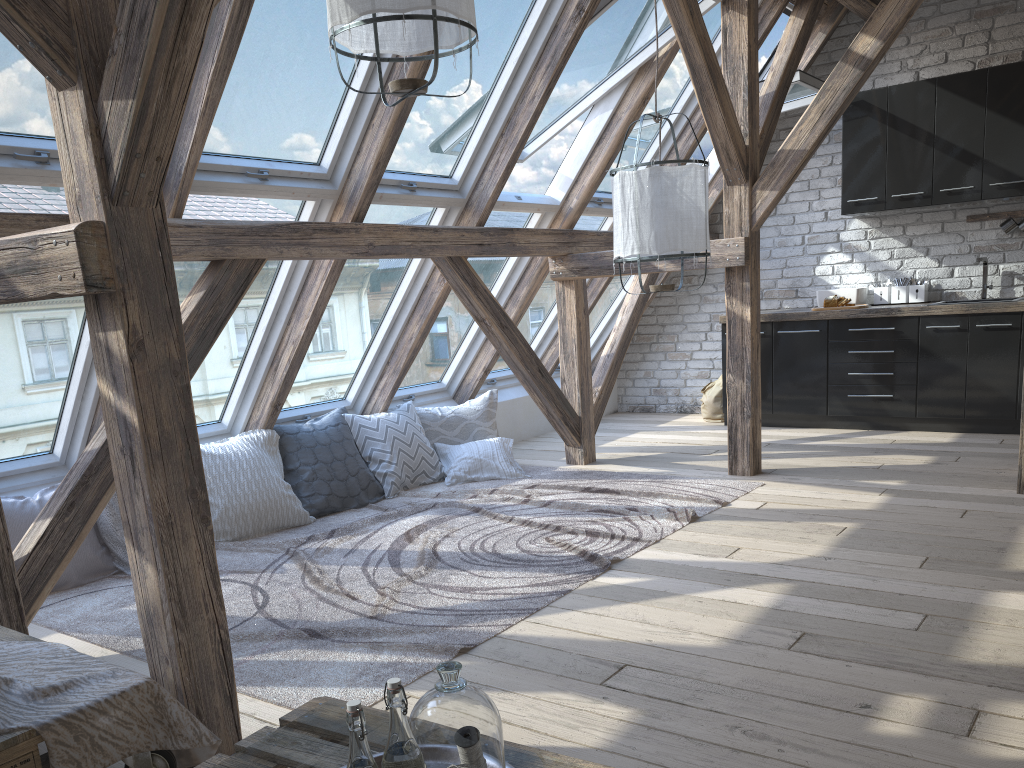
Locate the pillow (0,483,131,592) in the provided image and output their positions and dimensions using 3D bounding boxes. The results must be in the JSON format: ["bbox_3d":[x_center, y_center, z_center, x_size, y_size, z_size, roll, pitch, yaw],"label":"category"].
[{"bbox_3d":[-1.827,0.625,4.021,0.434,0.536,1.111,1,9,29],"label":"pillow"}]

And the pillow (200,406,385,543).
[{"bbox_3d":[-1.225,0.470,4.773,0.466,0.576,1.251,4,10,37],"label":"pillow"}]

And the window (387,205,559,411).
[{"bbox_3d":[-0.356,-0.482,5.560,1.092,1.307,0.839,3,13,36],"label":"window"}]

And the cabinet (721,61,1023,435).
[{"bbox_3d":[2.978,-0.859,4.980,4.201,2.567,2.054,2,11,36],"label":"cabinet"}]

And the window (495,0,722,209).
[{"bbox_3d":[0.326,-1.669,4.742,1.401,1.306,0.839,2,12,36],"label":"window"}]

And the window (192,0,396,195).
[{"bbox_3d":[-0.714,-1.446,3.279,1.092,1.307,0.839,3,13,36],"label":"window"}]

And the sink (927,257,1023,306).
[{"bbox_3d":[3.115,-0.581,5.883,0.524,0.527,0.505,3,11,36],"label":"sink"}]

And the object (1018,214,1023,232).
[{"bbox_3d":[3.414,-1.068,5.819,0.092,0.142,0.116,-12,12,-36],"label":"object"}]

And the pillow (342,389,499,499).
[{"bbox_3d":[-0.543,0.366,5.611,0.498,0.546,1.137,4,11,42],"label":"pillow"}]

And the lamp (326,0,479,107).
[{"bbox_3d":[-0.324,-1.443,2.280,0.408,1.336,0.390,-1,12,13],"label":"lamp"}]

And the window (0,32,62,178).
[{"bbox_3d":[-1.253,-1.335,2.561,1.092,1.307,0.839,3,13,36],"label":"window"}]

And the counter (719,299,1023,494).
[{"bbox_3d":[2.830,-0.024,5.228,3.800,0.872,2.203,0,8,36],"label":"counter"}]

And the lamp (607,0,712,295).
[{"bbox_3d":[0.574,-1.329,3.510,0.406,1.941,0.391,-7,12,-12],"label":"lamp"}]

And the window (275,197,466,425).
[{"bbox_3d":[-0.896,-0.371,4.842,1.092,1.307,0.839,3,13,36],"label":"window"}]

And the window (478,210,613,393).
[{"bbox_3d":[0.184,-0.594,6.277,1.092,1.307,0.839,3,13,36],"label":"window"}]

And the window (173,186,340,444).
[{"bbox_3d":[-1.435,-0.260,4.125,1.092,1.307,0.839,3,13,36],"label":"window"}]

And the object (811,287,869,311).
[{"bbox_3d":[2.402,-0.621,6.411,0.381,0.137,0.578,-1,7,25],"label":"object"}]

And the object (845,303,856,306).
[{"bbox_3d":[2.414,-0.564,6.274,0.068,0.017,0.076,-2,6,14],"label":"object"}]

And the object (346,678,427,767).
[{"bbox_3d":[-0.191,0.580,1.308,0.071,0.274,0.151,5,14,36],"label":"object"}]

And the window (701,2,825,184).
[{"bbox_3d":[1.396,-1.891,6.184,1.515,1.306,0.839,2,12,36],"label":"window"}]

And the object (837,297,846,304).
[{"bbox_3d":[2.363,-0.591,6.321,0.074,0.069,0.077,-3,9,9],"label":"object"}]

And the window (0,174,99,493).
[{"bbox_3d":[-1.975,-0.149,3.408,1.092,1.307,0.839,3,13,36],"label":"window"}]

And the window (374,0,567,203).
[{"bbox_3d":[-0.174,-1.558,3.996,1.092,1.307,0.839,3,13,36],"label":"window"}]

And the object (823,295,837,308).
[{"bbox_3d":[2.276,-0.592,6.293,0.090,0.089,0.084,-2,10,14],"label":"object"}]

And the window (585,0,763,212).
[{"bbox_3d":[0.906,-1.780,5.431,1.092,1.307,0.839,3,13,36],"label":"window"}]

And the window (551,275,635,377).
[{"bbox_3d":[0.724,-0.705,6.994,1.092,1.307,0.839,3,13,36],"label":"window"}]

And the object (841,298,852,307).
[{"bbox_3d":[2.383,-0.581,6.270,0.073,0.056,0.081,-2,8,13],"label":"object"}]

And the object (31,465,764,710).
[{"bbox_3d":[-0.419,0.708,4.270,2.180,0.058,3.133,0,7,37],"label":"object"}]

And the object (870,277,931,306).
[{"bbox_3d":[2.807,-0.677,6.339,0.403,0.205,0.144,1,11,37],"label":"object"}]

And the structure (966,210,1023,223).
[{"bbox_3d":[3.492,-1.132,5.772,0.929,0.047,0.080,0,9,36],"label":"structure"}]

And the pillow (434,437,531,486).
[{"bbox_3d":[-0.195,0.488,5.560,0.535,0.248,0.467,-6,7,-12],"label":"pillow"}]

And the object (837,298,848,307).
[{"bbox_3d":[2.355,-0.580,6.266,0.072,0.059,0.081,-2,8,12],"label":"object"}]

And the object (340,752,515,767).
[{"bbox_3d":[-0.164,0.696,1.431,0.391,0.022,0.391,-8,7,-33],"label":"object"}]

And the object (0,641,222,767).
[{"bbox_3d":[-1.293,0.737,2.162,1.003,0.485,0.799,-7,8,-23],"label":"object"}]

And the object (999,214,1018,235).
[{"bbox_3d":[3.330,-1.069,5.889,0.117,0.142,0.091,4,13,38],"label":"object"}]

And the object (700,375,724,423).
[{"bbox_3d":[1.673,0.097,7.179,0.335,0.399,0.387,-9,10,-27],"label":"object"}]

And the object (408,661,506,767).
[{"bbox_3d":[-0.093,0.571,1.440,0.156,0.253,0.152,-3,11,5],"label":"object"}]
